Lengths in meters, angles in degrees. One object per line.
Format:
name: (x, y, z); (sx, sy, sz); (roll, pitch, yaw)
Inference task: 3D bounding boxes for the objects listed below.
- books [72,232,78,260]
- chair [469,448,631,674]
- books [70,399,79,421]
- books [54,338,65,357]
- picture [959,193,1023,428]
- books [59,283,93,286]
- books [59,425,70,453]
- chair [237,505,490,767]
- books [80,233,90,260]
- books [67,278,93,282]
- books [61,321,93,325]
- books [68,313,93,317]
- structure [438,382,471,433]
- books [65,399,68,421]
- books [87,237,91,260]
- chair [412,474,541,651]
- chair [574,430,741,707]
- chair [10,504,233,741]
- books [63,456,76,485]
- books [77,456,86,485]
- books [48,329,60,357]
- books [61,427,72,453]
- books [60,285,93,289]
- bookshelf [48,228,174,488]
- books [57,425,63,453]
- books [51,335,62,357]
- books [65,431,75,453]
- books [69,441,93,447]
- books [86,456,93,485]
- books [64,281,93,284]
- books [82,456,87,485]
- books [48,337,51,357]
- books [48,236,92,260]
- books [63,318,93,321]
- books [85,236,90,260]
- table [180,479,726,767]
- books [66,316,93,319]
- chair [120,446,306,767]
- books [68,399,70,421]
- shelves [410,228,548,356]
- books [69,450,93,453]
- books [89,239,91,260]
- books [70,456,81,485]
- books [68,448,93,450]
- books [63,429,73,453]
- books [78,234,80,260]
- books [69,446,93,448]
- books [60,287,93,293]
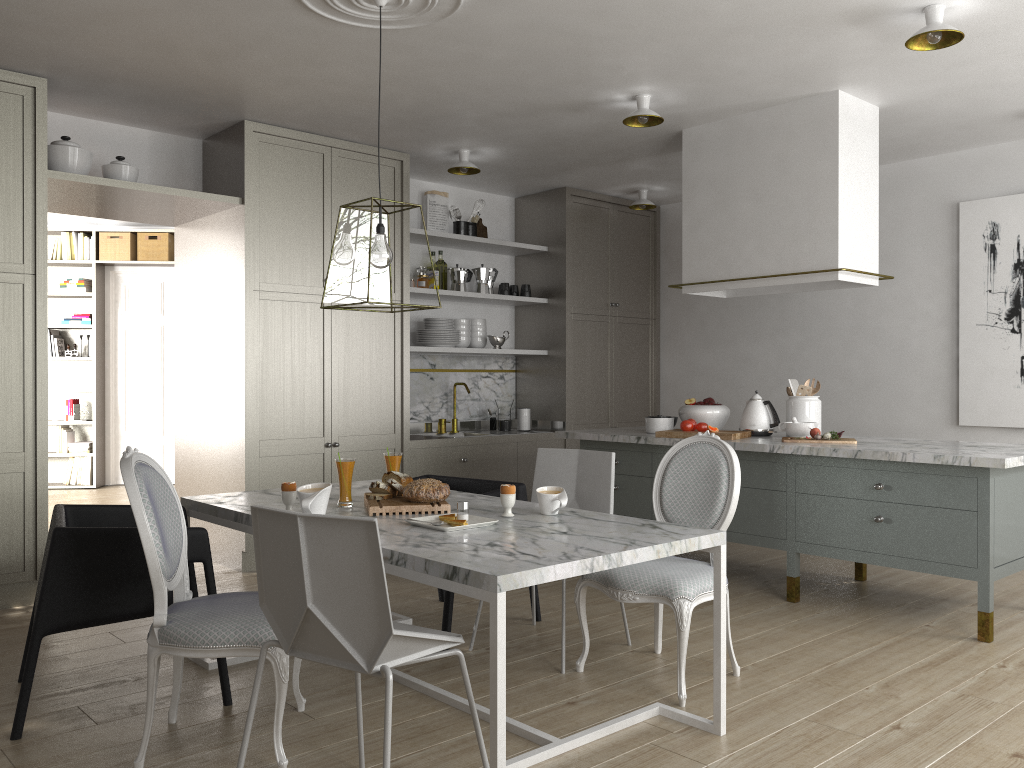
books: (-4.064, -1.278, 8.317); (0.043, 0.267, 0.198); (0, 0, -7)
chair: (0.141, 0.632, 3.361); (0.470, 0.745, 0.439); (0, 0, 38)
books: (-4.095, 0.244, 8.308); (0.022, 0.204, 0.144); (0, 0, -2)
books: (-4.236, -0.338, 8.309); (0.043, 0.175, 0.144); (0, 0, -2)
picture: (3.172, -0.410, 4.673); (0.039, 1.315, 1.545); (0, 0, -42)
books: (-4.063, -0.927, 8.318); (0.248, 0.018, 0.213); (0, 0, 8)
books: (-4.186, 0.515, 8.294); (0.017, 0.258, 0.174); (0, 0, -2)
chair: (-0.325, 0.638, 2.000); (0.470, 0.745, 0.439); (0, 0, 33)
books: (-4.005, -1.273, 8.324); (0.028, 0.260, 0.198); (0, 0, -7)
books: (-4.040, -0.970, 8.300); (0.167, 0.022, 0.155); (0, 0, 11)
books: (-4.056, -0.567, 8.305); (0.257, 0.038, 0.193); (0, 0, -12)
books: (-4.024, -0.643, 8.280); (0.185, 0.023, 0.126); (0, 0, -12)
structure: (-0.402, 0.163, 6.051); (0.167, 0.347, 0.195); (0, 0, -34)
books: (-4.138, 0.244, 8.306); (0.023, 0.204, 0.144); (0, 0, -2)
books: (-3.947, -1.252, 8.325); (0.017, 0.215, 0.198); (0, 0, -7)
chair: (-0.283, 0.705, 3.671); (0.569, 0.597, 0.609); (0, 0, 38)
chair: (0.527, 0.584, 3.061); (0.505, 0.833, 0.480); (0, 0, -45)
chair: (-1.269, 0.709, 2.880); (0.609, 0.597, 0.569); (0, 0, -27)
books: (-4.114, 0.807, 8.309); (0.101, 0.265, 0.169); (0, 0, -2)
books: (-4.007, 0.807, 8.317); (0.071, 0.265, 0.169); (0, 0, -2)
books: (-4.286, -0.380, 8.320); (0.046, 0.259, 0.199); (0, 0, -2)
books: (-4.168, 0.527, 8.295); (0.017, 0.235, 0.174); (0, 0, -2)
books: (-4.064, -0.905, 8.316); (0.246, 0.024, 0.203); (0, 0, 8)
bookshelf: (-3.300, -0.240, 8.403); (3.513, 2.402, 0.300); (0, 0, -5)
books: (-4.207, 0.515, 8.293); (0.021, 0.258, 0.174); (0, 0, -2)
books: (-4.262, -0.353, 8.309); (0.045, 0.207, 0.162); (0, 0, -2)
books: (-4.134, 0.545, 8.296); (0.014, 0.199, 0.163); (0, 0, -2)
books: (-4.020, 0.565, 8.351); (0.187, 0.032, 0.256); (0, 0, -2)
books: (-3.916, 0.803, 8.296); (0.050, 0.271, 0.219); (0, 0, -2)
books: (-4.049, -0.947, 8.302); (0.197, 0.022, 0.174); (0, 0, 8)
books: (-3.962, 0.807, 8.322); (0.066, 0.265, 0.169); (0, 0, -2)
books: (-4.308, -0.379, 8.318); (0.051, 0.258, 0.189); (0, 0, -2)
books: (-4.102, -1.258, 8.312); (0.397, 0.226, 0.198); (0, 0, -8)
books: (-4.046, -0.598, 8.313); (0.236, 0.023, 0.200); (0, 0, -9)
books: (-3.966, -1.258, 8.329); (0.021, 0.226, 0.198); (0, 0, -7)
table: (-0.306, 0.711, 2.909); (0.870, 0.583, 1.781); (0, 0, -42)
books: (-4.036, -0.620, 8.281); (0.202, 0.023, 0.141); (0, 0, -10)
chair: (-0.819, 0.587, 2.467); (0.505, 0.833, 0.480); (0, 0, -10)
books: (-4.116, 0.244, 8.307); (0.020, 0.204, 0.144); (0, 0, -2)
shelves: (-0.359, -0.595, 6.049); (1.339, 0.775, 0.352); (0, 0, -42)
books: (-4.020, 0.629, 8.350); (0.187, 0.028, 0.256); (0, 0, -2)
books: (-3.932, -1.246, 8.338); (0.015, 0.201, 0.198); (0, 0, -7)
books: (-4.060, 0.807, 8.313); (0.088, 0.266, 0.169); (0, 0, -2)
books: (-4.020, 0.604, 8.351); (0.187, 0.020, 0.256); (0, 0, 3)
books: (-4.150, 0.535, 8.295); (0.016, 0.220, 0.163); (0, 0, -2)
books: (-4.028, -1.270, 8.322); (0.016, 0.250, 0.198); (0, 0, -7)
books: (-4.023, 0.588, 8.348); (0.189, 0.013, 0.248); (0, 0, -2)
books: (-4.059, -0.869, 8.313); (0.258, 0.048, 0.191); (0, 0, 8)
